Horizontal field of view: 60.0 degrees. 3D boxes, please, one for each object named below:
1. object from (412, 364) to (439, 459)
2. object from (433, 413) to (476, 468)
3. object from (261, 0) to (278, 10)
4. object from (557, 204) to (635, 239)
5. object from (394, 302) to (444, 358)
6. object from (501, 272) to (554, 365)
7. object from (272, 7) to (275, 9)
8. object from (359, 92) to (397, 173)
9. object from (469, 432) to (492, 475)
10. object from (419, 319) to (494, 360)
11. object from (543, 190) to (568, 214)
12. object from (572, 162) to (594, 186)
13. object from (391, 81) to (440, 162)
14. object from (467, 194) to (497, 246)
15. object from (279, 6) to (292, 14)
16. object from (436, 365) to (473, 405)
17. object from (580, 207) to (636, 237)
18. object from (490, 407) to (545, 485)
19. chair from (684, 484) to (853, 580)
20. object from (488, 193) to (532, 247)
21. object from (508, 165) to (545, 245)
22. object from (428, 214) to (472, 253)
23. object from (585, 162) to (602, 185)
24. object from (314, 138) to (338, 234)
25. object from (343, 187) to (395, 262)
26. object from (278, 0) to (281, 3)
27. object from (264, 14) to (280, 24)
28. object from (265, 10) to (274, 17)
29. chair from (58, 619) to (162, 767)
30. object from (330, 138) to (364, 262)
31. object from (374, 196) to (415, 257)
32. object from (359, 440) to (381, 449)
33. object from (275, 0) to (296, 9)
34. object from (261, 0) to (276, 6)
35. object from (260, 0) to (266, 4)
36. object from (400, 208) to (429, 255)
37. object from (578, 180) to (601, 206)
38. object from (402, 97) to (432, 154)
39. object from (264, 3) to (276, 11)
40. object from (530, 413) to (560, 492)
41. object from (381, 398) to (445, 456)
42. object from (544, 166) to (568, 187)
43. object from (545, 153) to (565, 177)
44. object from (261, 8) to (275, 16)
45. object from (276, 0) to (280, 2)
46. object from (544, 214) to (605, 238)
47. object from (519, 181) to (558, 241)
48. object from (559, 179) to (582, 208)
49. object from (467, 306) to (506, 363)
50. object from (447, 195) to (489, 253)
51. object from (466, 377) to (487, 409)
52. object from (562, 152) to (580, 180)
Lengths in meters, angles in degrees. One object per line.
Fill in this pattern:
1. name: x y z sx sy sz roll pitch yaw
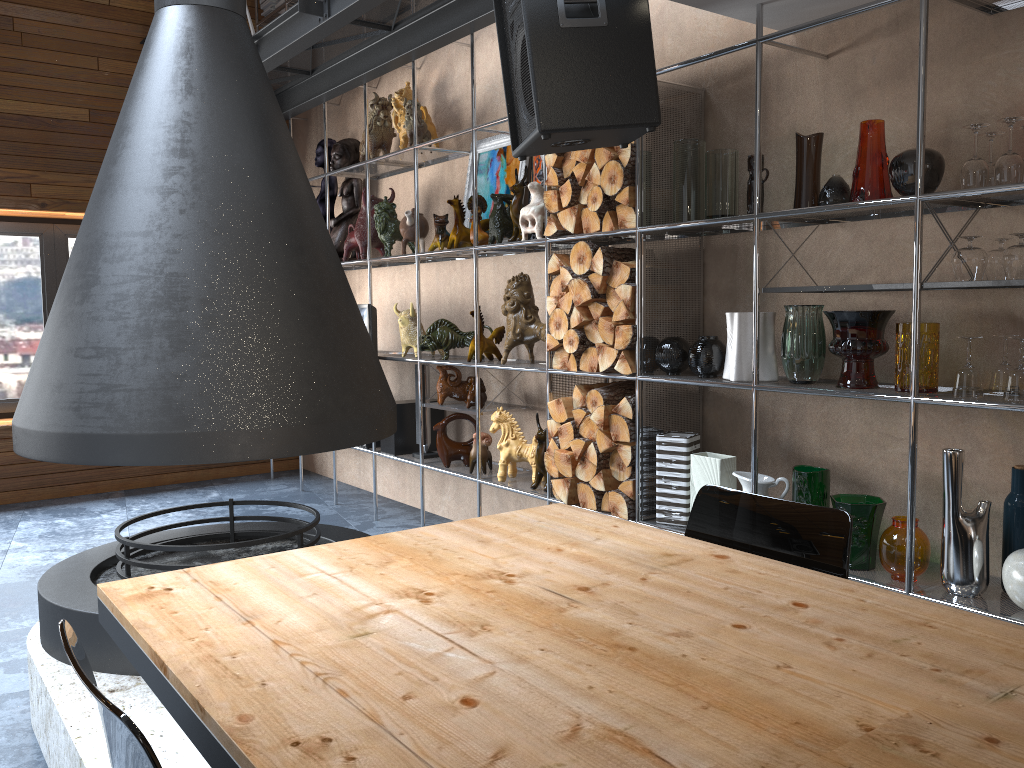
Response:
1. object: -0.497 0.153 5.062 0.112 0.533 0.112 -4 6 -36
2. object: -0.300 0.302 4.779 0.249 0.290 0.114 -2 5 -11
3. object: -1.661 -2.715 6.398 0.246 0.016 0.182 -4 6 -36
4. object: 0.379 -0.693 3.821 0.362 0.131 0.154 -4 6 -36
5. object: -0.521 -0.307 5.012 0.154 0.309 0.325 3 6 39
6. object: 0.120 -0.312 4.206 0.210 0.451 0.405 -5 6 -44
7. object: -1.659 -2.686 6.429 0.216 0.012 0.161 -4 6 -36
8. object: -0.849 -1.550 5.476 0.207 0.442 0.328 -5 6 -43
9. object: -0.161 0.349 4.589 0.119 0.220 0.212 -1 5 -2
10. object: -0.293 -0.241 4.749 0.403 0.221 0.192 -1 5 1
11. object: 0.293 -0.788 3.884 0.321 0.109 0.110 -4 6 -37
12. object: 0.417 -0.873 3.734 0.330 0.098 0.107 -4 6 -32
13. object: -0.553 -1.532 5.136 0.215 0.458 0.328 -3 5 -31
14. object: -0.130 -0.816 4.468 0.227 0.270 0.123 -4 6 -36
15. object: -1.514 -2.606 6.211 0.201 0.012 0.161 -4 6 -36
16. object: -0.299 0.004 4.793 0.217 0.214 0.108 -2 5 -11
17. object: 0.440 -0.679 3.711 0.299 0.114 0.135 -4 6 -34
18. object: 0.068 0.296 4.312 0.375 0.363 0.170 1 5 20
19. chair: 0.414 0.682 1.933 0.599 0.825 0.527 -4 6 -36
20. object: 0.007 -0.795 4.316 0.253 0.249 0.126 -3 5 -31
21. object: 0.078 -0.837 4.171 0.198 0.358 0.116 -3 5 -28
22. object: -0.305 -0.805 4.763 0.272 0.207 0.137 -4 6 -32
23. object: 0.452 -0.854 3.661 0.331 0.110 0.101 -4 6 -38
24. object: -1.298 -1.246 6.090 0.244 0.879 0.244 -1 5 -8
25. object: -0.902 -0.974 5.476 0.219 0.440 0.462 -4 6 -36
26. object: -1.489 -2.670 6.199 0.228 0.016 0.182 -4 6 -36
27. object: -1.666 -2.629 6.420 0.234 0.025 0.176 -4 6 -36
28. object: -1.661 -2.661 6.432 0.218 0.013 0.161 -4 6 -36
29. chair: -0.339 0.744 1.285 0.599 0.825 0.527 -4 6 -36
30. object: -1.123 -1.209 5.888 0.305 0.840 0.237 -4 6 -34
31. object: -0.674 -0.906 5.143 0.255 0.356 0.167 -2 5 -17
32. object: -0.866 0.350 5.638 0.325 0.058 0.360 -4 6 -36
33. object: -1.501 -2.639 6.211 0.262 0.025 0.176 -4 6 -36
34. object: -1.661 -2.731 6.397 0.246 0.016 0.182 -4 6 -36
35. object: -1.664 -2.753 6.394 0.252 0.028 0.180 -4 6 -36
36. object: -0.545 -0.848 4.952 0.164 0.266 0.237 -2 5 -19
37. object: 0.434 -0.794 3.718 0.288 0.118 0.147 -4 6 -32
38. object: -0.510 -1.416 4.853 0.131 0.280 0.208 3 6 36
39. object: -1.658 -2.700 6.418 0.224 0.017 0.167 -4 6 -36
40. object: 0.180 0.312 4.128 0.198 0.358 0.116 -5 6 -43
41. object: -0.594 0.253 5.290 0.343 0.303 0.175 -4 6 -36
42. object: 0.303 -0.881 3.866 0.331 0.110 0.107 -4 6 -34
43. object: 0.297 -0.947 3.855 0.308 0.120 0.097 -4 5 -31
44. object: -1.668 -2.672 6.416 0.243 0.012 0.159 -4 6 -36
45. object: -1.522 -2.685 6.204 0.203 0.013 0.161 -4 6 -36
46. object: 0.301 -0.693 3.887 0.330 0.105 0.107 -4 6 -33
47. object: 0.185 -0.788 4.045 0.314 0.280 0.151 -4 6 -38
48. object: 0.359 -0.816 3.791 0.329 0.135 0.095 -4 6 -32
49. object: -0.122 -0.259 4.551 0.097 0.290 0.290 2 6 34
50. object: -0.212 -0.833 4.616 0.290 0.290 0.097 -4 6 -37
51. object: -0.184 0.039 4.601 0.105 0.168 0.210 0 5 4
52. object: 0.359 -0.934 3.805 0.290 0.153 0.112 -4 6 -33
